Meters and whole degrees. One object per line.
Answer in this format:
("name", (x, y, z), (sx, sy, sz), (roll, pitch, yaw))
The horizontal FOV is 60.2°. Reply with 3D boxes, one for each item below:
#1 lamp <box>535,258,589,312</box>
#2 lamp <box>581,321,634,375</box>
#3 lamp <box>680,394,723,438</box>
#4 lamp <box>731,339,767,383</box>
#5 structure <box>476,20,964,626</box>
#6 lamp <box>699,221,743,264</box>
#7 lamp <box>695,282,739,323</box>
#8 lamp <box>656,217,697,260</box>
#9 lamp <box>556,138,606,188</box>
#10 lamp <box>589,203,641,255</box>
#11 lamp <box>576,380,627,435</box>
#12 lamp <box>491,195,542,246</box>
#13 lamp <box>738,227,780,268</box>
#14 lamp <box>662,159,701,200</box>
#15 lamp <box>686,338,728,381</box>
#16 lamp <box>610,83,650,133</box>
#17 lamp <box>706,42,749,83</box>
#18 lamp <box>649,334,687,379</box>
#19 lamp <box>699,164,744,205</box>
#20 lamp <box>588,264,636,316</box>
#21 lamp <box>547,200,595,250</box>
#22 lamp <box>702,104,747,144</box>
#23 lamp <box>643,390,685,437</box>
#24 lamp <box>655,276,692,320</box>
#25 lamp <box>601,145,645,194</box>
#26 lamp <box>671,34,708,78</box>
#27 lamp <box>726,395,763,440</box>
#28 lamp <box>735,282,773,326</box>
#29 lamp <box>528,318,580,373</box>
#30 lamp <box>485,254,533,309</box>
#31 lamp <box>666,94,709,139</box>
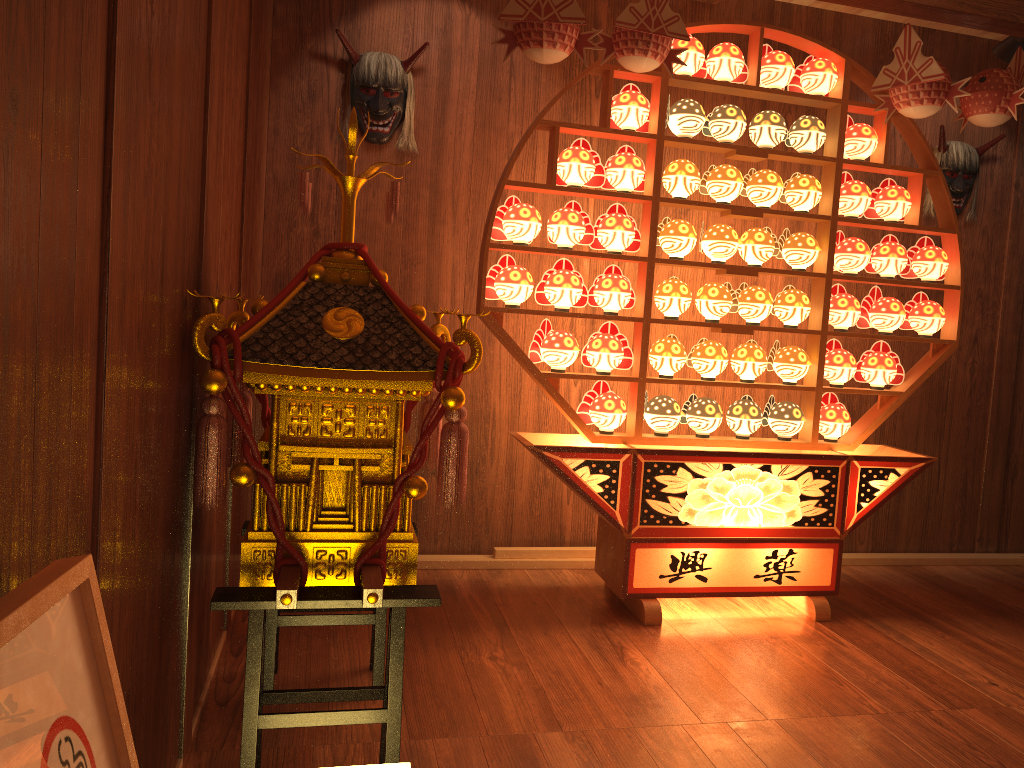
("lamp", (0.188, -0.360, 3.192), (0.201, 0.200, 0.156), (4, 4, -4))
("lamp", (0.342, -0.133, 3.252), (0.198, 0.200, 0.159), (5, 4, 11))
("lamp", (0.741, 0.125, 3.382), (0.144, 0.161, 0.152), (1, 5, -33))
("lamp", (0.914, -0.088, 3.410), (0.137, 0.167, 0.160), (5, 4, 17))
("structure", (0.844, -0.241, 3.378), (1.995, 2.194, 0.482), (3, 4, -15))
("lamp", (0.796, -0.531, 3.343), (0.154, 0.161, 0.142), (5, 4, 17))
("lamp", (0.760, -0.313, 3.355), (0.162, 0.161, 0.134), (1, 5, -38))
("lamp", (0.623, -0.542, 3.288), (0.144, 0.167, 0.152), (1, 5, -33))
("lamp", (0.229, -0.799, 3.168), (0.198, 0.200, 0.159), (5, 4, 11))
("lamp", (0.382, -0.571, 3.225), (0.200, 0.200, 0.157), (4, 4, 1))
("lamp", (0.361, 0.088, 3.281), (0.200, 0.197, 0.153), (2, 5, -23))
("lamp", (0.041, -0.581, 3.136), (0.195, 0.187, 0.152), (1, 5, -33))
("lamp", (0.931, -0.528, 3.385), (0.134, 0.167, 0.162), (8, 6, 42))
("lamp", (0.626, -0.763, 3.275), (0.137, 0.167, 0.160), (5, 4, 17))
("lamp", (0.756, -0.093, 3.365), (0.141, 0.161, 0.154), (3, 4, -13))
("lamp", (0.429, -1.008, 3.199), (0.200, 0.200, 0.157), (4, 4, 1))
("lamp", (0.788, -1.200, 3.280), (0.166, 0.179, 0.160), (5, 4, 17))
("lamp", (0.583, -0.105, 3.322), (0.137, 0.167, 0.160), (5, 4, 17))
("lamp", (0.806, -0.751, 3.321), (0.144, 0.161, 0.152), (1, 5, -33))
("lamp", (0.369, -0.348, 3.242), (0.182, 0.192, 0.157), (4, 4, 1))
("lamp", (0.194, -0.576, 3.179), (0.178, 0.191, 0.160), (5, 4, 17))
("lamp", (0.810, -0.970, 3.302), (0.143, 0.161, 0.153), (2, 5, -23))
("lamp", (0.579, 0.114, 3.343), (0.154, 0.167, 0.142), (5, 4, 17))
("lamp", (0.603, -0.324, 3.306), (0.138, 0.167, 0.158), (4, 4, 7))
("lamp", (0.414, -0.787, 3.215), (0.189, 0.195, 0.157), (4, 4, 1))
("lamp", (0.639, -1.218, 3.235), (0.201, 0.200, 0.156), (4, 4, -4))
("lamp", (0.900, 0.130, 3.426), (0.137, 0.167, 0.160), (5, 4, 17))
("lamp", (0.937, -0.307, 3.394), (0.143, 0.167, 0.152), (2, 5, -28))
("lamp", (0.181, -0.138, 3.217), (0.152, 0.193, 0.192), (7, 5, 37))
("lamp", (0.012, -0.367, 3.146), (0.195, 0.195, 0.152), (2, 5, -28))
("lamp", (0.654, -0.982, 3.273), (0.157, 0.167, 0.139), (4, 4, 2))
